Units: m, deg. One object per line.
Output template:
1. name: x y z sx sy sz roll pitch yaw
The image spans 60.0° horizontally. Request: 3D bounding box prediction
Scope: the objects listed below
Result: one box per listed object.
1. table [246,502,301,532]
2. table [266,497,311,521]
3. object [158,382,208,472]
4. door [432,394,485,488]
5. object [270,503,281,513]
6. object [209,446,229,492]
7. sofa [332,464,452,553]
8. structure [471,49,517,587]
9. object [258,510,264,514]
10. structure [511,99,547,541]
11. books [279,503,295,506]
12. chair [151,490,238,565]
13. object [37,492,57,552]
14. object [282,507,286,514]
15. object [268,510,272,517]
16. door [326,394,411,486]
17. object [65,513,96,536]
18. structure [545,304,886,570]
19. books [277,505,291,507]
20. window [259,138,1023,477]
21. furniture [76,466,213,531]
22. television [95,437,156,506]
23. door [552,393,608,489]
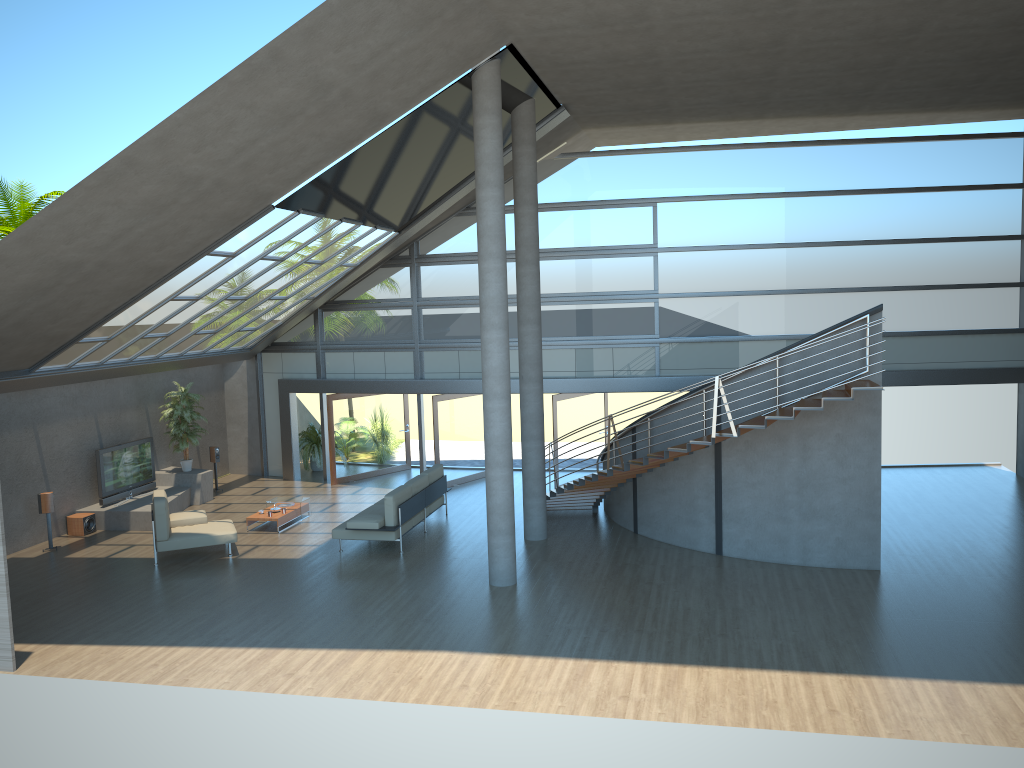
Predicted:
1. table: -4.180 2.381 15.896 0.600 0.250 1.200 -1 5 13
2. table: -4.094 2.289 16.279 0.680 0.342 0.400 -1 5 13
3. object: -6.664 0.851 17.997 0.932 1.857 0.895 -5 6 -28
4. door: -0.915 1.117 19.114 0.200 1.977 2.298 2 6 36
5. object: -4.194 2.191 15.718 0.178 0.161 0.178 -6 6 -36
6. object: -8.474 2.076 16.943 7.863 0.982 21.345 0 5 16
7. sofa: -2.006 2.056 15.088 1.166 0.947 3.079 -1 5 12
8. structure: -0.236 -0.827 11.840 0.381 7.125 0.382 -1 5 13
9. object: -4.418 2.244 15.634 0.102 0.086 0.100 0 5 17
10. structure: 0.274 -1.049 14.098 0.381 7.125 0.382 -5 6 -33
11. books: -4.121 2.214 16.254 0.275 0.005 0.189 -2 5 -4
12. chair: -5.078 2.189 14.136 1.244 1.023 1.217 -4 6 -22
13. object: -7.605 2.257 14.527 0.234 0.959 0.171 -4 6 -22
14. object: -4.010 2.225 15.613 0.070 0.101 0.085 3 7 41
15. object: -4.211 2.251 15.405 0.085 0.101 0.070 -1 5 11
16. door: -3.175 1.112 19.934 0.200 1.977 2.298 3 7 42
17. object: -7.617 2.472 15.636 0.425 0.323 0.362 -1 5 13
18. structure: 2.389 0.699 13.416 2.349 3.653 6.809 -6 7 -39
19. books: -4.149 2.223 16.209 0.275 0.005 0.189 -2 5 -7
20. window: 2.211 -1.228 18.161 16.616 6.630 1.098 -1 5 11
21. furniture: -6.739 2.173 17.146 1.577 0.610 2.936 -1 5 13
22. television: -7.261 1.644 16.738 0.396 1.063 1.568 -1 5 13
23. door: 1.466 1.096 18.516 0.200 1.977 2.298 2 6 34
